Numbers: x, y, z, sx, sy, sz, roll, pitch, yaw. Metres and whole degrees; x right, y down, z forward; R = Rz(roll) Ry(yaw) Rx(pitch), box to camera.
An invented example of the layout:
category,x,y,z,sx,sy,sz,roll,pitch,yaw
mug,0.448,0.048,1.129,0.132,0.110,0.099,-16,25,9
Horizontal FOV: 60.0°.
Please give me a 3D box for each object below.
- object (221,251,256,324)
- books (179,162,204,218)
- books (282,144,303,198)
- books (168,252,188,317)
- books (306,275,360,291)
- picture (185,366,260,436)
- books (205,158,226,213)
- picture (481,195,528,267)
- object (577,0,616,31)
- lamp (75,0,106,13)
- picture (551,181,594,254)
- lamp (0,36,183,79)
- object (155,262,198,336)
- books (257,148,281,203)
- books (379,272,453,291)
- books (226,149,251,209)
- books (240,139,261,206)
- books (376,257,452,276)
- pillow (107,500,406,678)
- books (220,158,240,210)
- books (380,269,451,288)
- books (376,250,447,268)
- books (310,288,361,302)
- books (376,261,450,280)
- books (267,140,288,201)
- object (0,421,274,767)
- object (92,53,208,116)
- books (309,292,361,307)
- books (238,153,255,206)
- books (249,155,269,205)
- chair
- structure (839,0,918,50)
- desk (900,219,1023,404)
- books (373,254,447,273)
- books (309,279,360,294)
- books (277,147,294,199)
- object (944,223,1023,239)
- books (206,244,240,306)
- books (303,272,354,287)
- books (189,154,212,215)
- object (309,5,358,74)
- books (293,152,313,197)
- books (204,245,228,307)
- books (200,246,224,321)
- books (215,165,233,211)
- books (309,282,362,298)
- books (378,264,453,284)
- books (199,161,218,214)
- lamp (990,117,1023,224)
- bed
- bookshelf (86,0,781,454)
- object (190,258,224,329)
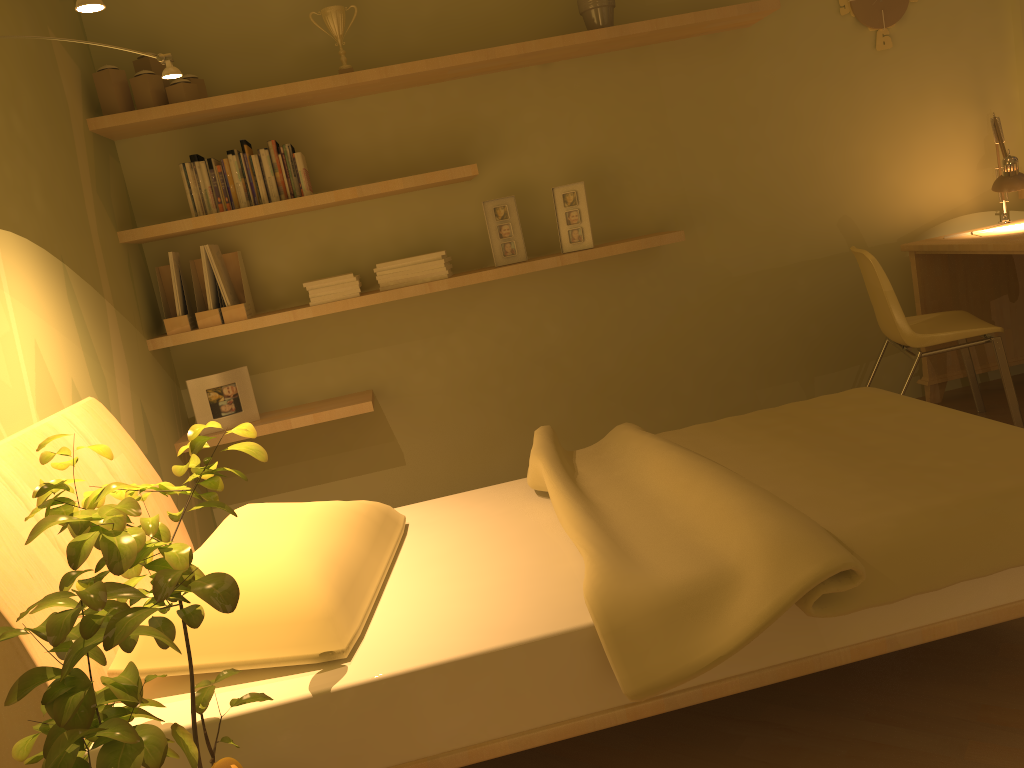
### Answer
category,x,y,z,sx,sy,sz,roll,pitch,yaw
object,-1.076,-0.376,3.417,0.087,0.259,0.236,-12,10,-6
books,-1.197,-0.725,3.349,0.040,0.203,0.157,-12,10,-6
books,-0.831,-0.805,3.390,0.032,0.203,0.157,-12,10,-6
books,-1.273,-0.353,3.391,0.048,0.297,0.214,-13,10,-12
books,-0.698,-0.399,3.482,0.190,0.015,0.270,-12,10,-5
picture,-1.133,0.062,3.464,0.247,0.219,0.131,-17,11,-29
books,-1.110,-0.744,3.359,0.032,0.203,0.157,-12,10,-6
picture,-0.038,-0.616,3.592,0.134,0.264,0.171,-13,10,-7
object,0.321,-1.505,3.429,0.145,0.294,0.145,-16,11,-25
lamp,-0.987,-0.690,1.506,0.533,0.178,0.050,-12,10,-6
picture,0.261,-0.675,3.585,0.134,0.264,0.171,-8,11,20
lamp,-1.076,-0.781,2.111,0.533,0.178,0.050,-12,10,-6
object,-1.292,-0.329,3.392,0.087,0.259,0.236,-13,10,-12
books,-0.919,-0.786,3.380,0.040,0.203,0.157,-12,10,-6
books,-0.377,-0.408,3.519,0.270,0.015,0.190,-11,10,4
books,-1.025,-0.769,3.363,0.038,0.217,0.166,-12,10,-6
books,-0.984,-0.794,3.370,0.021,0.247,0.157,-12,10,-6
books,-0.384,-0.465,3.502,0.270,0.015,0.190,-10,10,7
pillow,-0.541,0.425,2.062,0.482,0.213,0.801,-11,10,3
books,-1.058,-0.751,3.371,0.032,0.193,0.146,-12,10,-6
books,-0.380,-0.422,3.517,0.270,0.015,0.190,-11,10,1
books,-0.394,-0.495,3.504,0.270,0.015,0.190,-11,10,-1
books,-0.695,-0.353,3.484,0.190,0.015,0.270,-13,10,-10
books,-0.388,-0.449,3.505,0.270,0.015,0.190,-11,10,4
books,-0.888,-0.807,3.391,0.032,0.229,0.138,-12,10,-6
object,-0.454,0.539,1.262,0.372,0.944,0.828,-14,10,-13
object,-1.329,-1.111,3.265,0.349,0.229,0.234,-12,10,-5
books,-0.692,-0.339,3.487,0.190,0.015,0.270,-13,10,-7
books,-0.998,-0.769,3.372,0.017,0.203,0.155,-12,10,-6
books,-0.951,-0.768,3.370,0.032,0.184,0.173,-12,10,-6
chair,1.579,-0.172,3.437,0.546,0.785,0.531,-9,10,13
structure,1.559,-1.643,3.759,0.360,0.432,0.027,-12,10,-6
desk,2.173,-0.224,3.257,0.684,0.720,1.396,-12,10,-6
books,-0.400,-0.480,3.518,0.270,0.015,0.190,-11,10,4
books,-0.693,-0.384,3.477,0.190,0.015,0.270,-13,10,-7
books,-0.857,-0.797,3.388,0.022,0.198,0.157,-12,10,-6
object,1.961,-0.636,3.686,0.300,0.009,0.040,-7,11,23
books,-1.099,-0.392,3.412,0.043,0.296,0.210,-12,10,-6
books,-0.715,-0.408,3.464,0.190,0.015,0.270,-13,10,-9
books,-1.166,-0.746,3.360,0.032,0.229,0.138,-12,10,-6
object,-0.650,-1.284,3.362,0.160,0.268,0.095,-18,12,-36
books,-0.796,-0.791,3.387,0.032,0.163,0.178,-12,10,-6
books,-1.107,-0.389,3.407,0.036,0.296,0.210,-12,10,-6
books,-1.150,-0.380,3.404,0.048,0.297,0.214,-12,10,-6
books,-1.081,-0.735,3.364,0.021,0.172,0.157,-12,10,-6
books,-0.690,-0.370,3.486,0.190,0.015,0.270,-12,10,-6
books,-0.379,-0.436,3.506,0.270,0.015,0.190,-10,10,6
books,-1.136,-0.736,3.356,0.022,0.198,0.157,-12,10,-6
lamp,2.023,-0.879,3.678,0.140,0.455,0.484,-8,10,18
bed,0.139,0.293,2.132,2.378,0.894,1.286,-12,10,-6
bookshelf,-0.138,-0.634,3.522,2.605,1.240,0.300,-12,10,-6
object,-1.169,-0.356,3.407,0.087,0.259,0.236,-12,10,-6
